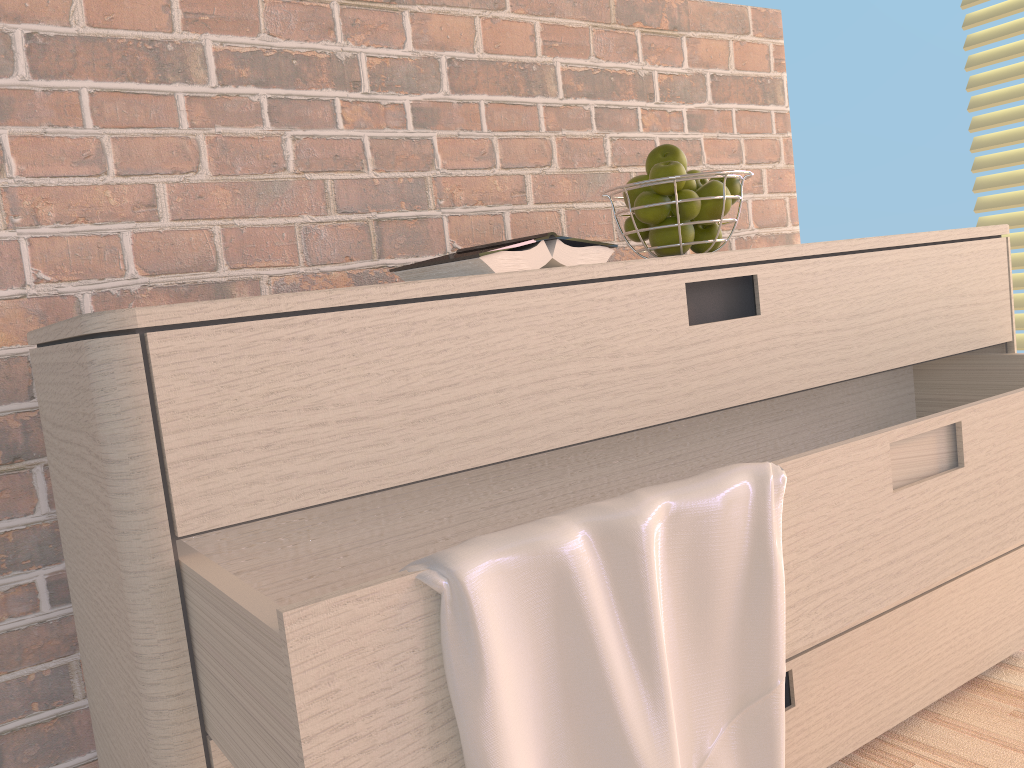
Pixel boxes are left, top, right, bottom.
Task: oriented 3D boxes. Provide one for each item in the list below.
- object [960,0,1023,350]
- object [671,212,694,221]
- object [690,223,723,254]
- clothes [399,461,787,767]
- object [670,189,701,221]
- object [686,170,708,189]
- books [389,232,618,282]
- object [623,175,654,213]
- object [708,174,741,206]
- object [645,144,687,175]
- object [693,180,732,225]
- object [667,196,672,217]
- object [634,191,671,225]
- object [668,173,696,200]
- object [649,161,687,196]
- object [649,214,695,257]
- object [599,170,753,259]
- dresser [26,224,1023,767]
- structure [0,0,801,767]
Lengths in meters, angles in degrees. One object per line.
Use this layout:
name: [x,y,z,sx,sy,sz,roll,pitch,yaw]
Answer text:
object: [2.676,-0.994,1.030,0.044,2.114,4.372,-10,7,-33]
object: [0.248,-0.239,1.237,0.053,0.054,0.053,-6,5,2]
object: [0.260,-0.199,1.198,0.048,0.048,0.046,-1,8,45]
clothes: [0.088,0.255,0.591,0.325,0.369,0.097,-10,6,-32]
object: [0.223,-0.229,1.134,0.038,0.040,0.039,-9,6,-25]
object: [0.246,-0.270,1.209,0.039,0.043,0.043,-2,7,42]
books: [-0.007,-0.136,0.969,0.209,0.040,0.146,-12,7,-43]
object: [0.174,-0.254,1.193,0.049,0.053,0.054,-7,5,-3]
object: [0.283,-0.260,1.187,0.047,0.047,0.046,-6,5,4]
object: [0.207,-0.293,1.189,0.054,0.056,0.054,-10,7,-33]
object: [0.257,-0.236,1.156,0.057,0.057,0.057,-7,5,0]
object: [0.200,-0.249,1.242,0.053,0.048,0.054,-9,6,-27]
object: [0.182,-0.229,1.151,0.046,0.044,0.046,-11,7,-37]
object: [0.222,-0.257,1.165,0.039,0.038,0.039,-7,5,-4]
object: [0.199,-0.263,1.132,0.046,0.045,0.046,-10,7,-34]
object: [0.211,-0.196,1.172,0.060,0.055,0.059,-5,6,12]
object: [0.225,-0.217,1.194,0.202,0.104,0.202,-11,7,-40]
dresser: [0.401,0.130,1.144,1.686,0.612,0.605,-10,7,-33]
structure: [-0.083,-0.062,1.374,1.422,1.057,0.211,-10,7,-33]
